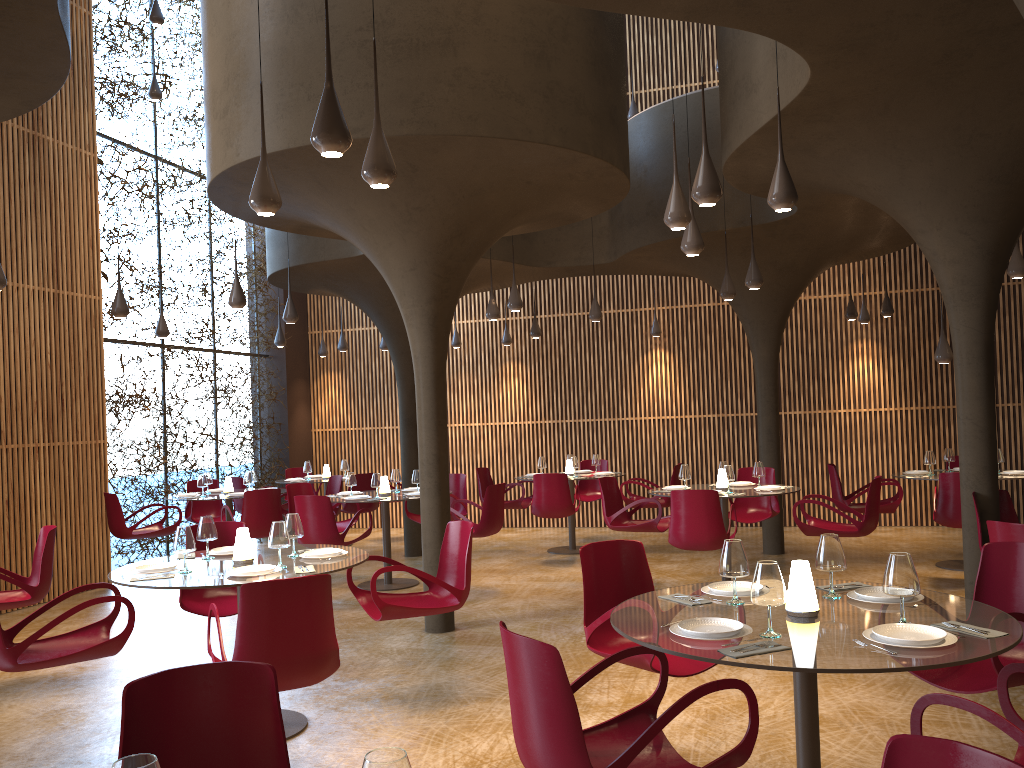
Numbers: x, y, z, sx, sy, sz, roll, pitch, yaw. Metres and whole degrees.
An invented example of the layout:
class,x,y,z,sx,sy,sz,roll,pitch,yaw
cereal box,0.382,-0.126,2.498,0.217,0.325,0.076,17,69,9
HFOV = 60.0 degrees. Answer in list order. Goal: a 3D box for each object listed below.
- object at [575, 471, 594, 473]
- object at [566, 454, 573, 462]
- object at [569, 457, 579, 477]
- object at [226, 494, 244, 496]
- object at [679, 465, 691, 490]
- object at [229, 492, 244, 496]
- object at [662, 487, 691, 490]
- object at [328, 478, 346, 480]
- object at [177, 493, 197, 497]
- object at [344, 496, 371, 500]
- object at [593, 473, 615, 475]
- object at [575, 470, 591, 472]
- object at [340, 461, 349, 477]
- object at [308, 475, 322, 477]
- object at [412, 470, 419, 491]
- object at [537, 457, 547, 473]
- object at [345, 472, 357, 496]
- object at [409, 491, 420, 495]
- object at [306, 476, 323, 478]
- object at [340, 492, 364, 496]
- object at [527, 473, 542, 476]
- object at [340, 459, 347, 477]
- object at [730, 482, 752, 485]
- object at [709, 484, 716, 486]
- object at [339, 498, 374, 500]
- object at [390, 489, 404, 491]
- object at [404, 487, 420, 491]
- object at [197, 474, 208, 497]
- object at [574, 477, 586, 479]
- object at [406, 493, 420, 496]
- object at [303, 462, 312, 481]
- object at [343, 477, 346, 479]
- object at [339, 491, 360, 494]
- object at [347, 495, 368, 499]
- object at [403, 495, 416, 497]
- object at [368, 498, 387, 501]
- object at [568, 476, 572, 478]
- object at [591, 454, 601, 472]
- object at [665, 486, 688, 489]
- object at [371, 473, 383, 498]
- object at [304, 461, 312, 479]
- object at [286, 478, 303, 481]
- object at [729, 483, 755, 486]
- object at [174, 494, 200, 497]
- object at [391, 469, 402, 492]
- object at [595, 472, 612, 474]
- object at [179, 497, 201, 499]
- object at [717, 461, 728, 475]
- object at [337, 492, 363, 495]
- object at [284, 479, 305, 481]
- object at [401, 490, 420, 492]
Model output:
class,x,y,z,sx,sy,sz,roll,pitch,yaw
object,1.103,1.367,13.764,0.332,0.014,0.332,-3,-2,14
object,0.898,1.234,13.646,0.142,0.295,0.142,-2,-1,16
object,0.900,1.205,12.875,0.142,0.295,0.142,-2,-1,8
object,-3.653,1.482,11.847,0.332,0.014,0.332,-3,-2,25
object,1.950,1.059,9.991,0.142,0.295,0.142,-2,-1,-36
object,-3.653,1.472,11.847,0.263,0.029,0.263,-1,-2,-24
object,1.894,1.206,10.214,0.332,0.014,0.332,-4,-3,42
object,-2.820,1.542,14.369,0.332,0.014,0.332,-4,-3,34
object,-4.390,1.506,11.994,0.263,0.029,0.263,-2,-2,-13
object,-1.843,1.365,10.591,0.332,0.014,0.332,-3,-2,9
object,1.357,1.334,13.130,0.332,0.014,0.332,-4,-3,39
object,1.103,1.358,13.764,0.263,0.029,0.263,-3,-2,26
object,-2.751,1.411,14.592,0.142,0.295,0.142,-2,-1,-25
object,-3.396,1.587,15.244,0.263,0.029,0.263,-1,-2,-31
object,-1.182,1.220,11.062,0.142,0.295,0.142,-2,-1,-10
object,0.448,1.236,13.219,0.142,0.295,0.142,-2,-1,-12
object,-2.011,1.253,11.077,0.142,0.295,0.142,-2,-1,-36
object,-1.131,1.337,10.832,0.263,0.029,0.263,-4,-3,40
object,-3.396,1.597,15.243,0.332,0.014,0.332,-3,-2,8
object,-2.064,1.401,11.305,0.204,0.012,0.410,-3,-2,28
object,0.354,1.374,13.429,0.263,0.029,0.263,-1,-3,-38
object,-2.842,1.431,15.057,0.142,0.295,0.142,-3,-1,33
object,2.690,1.173,10.414,0.263,0.029,0.263,-3,-2,17
object,2.429,1.205,10.566,0.126,0.017,0.262,-3,-2,27
object,-1.847,1.367,10.593,0.411,0.012,0.204,-3,-2,27
object,-1.531,1.399,11.653,0.126,0.017,0.262,-3,-2,27
object,-1.271,1.367,11.501,0.263,0.029,0.263,-3,-2,17
object,-4.168,1.368,11.942,0.142,0.295,0.142,-2,-1,15
object,0.973,1.338,12.644,0.126,0.017,0.262,-3,-2,21
object,-1.131,1.346,10.832,0.332,0.014,0.332,0,-3,-44
object,-3.336,1.429,14.465,0.142,0.295,0.142,-2,-1,15
object,-2.821,1.532,14.369,0.263,0.029,0.263,-3,-2,9
object,-2.066,1.390,11.301,0.263,0.029,0.263,-3,-2,16
object,-1.843,1.356,10.591,0.263,0.029,0.263,-3,-2,25
object,-1.133,1.348,10.828,0.204,0.012,0.410,-4,-2,32
object,-1.593,1.356,10.421,0.126,0.017,0.262,-3,-2,31
object,0.697,1.346,12.769,0.332,0.014,0.332,-2,-2,5
object,1.267,1.209,13.348,0.142,0.295,0.142,-2,-1,-31
object,1.894,1.196,10.215,0.263,0.029,0.263,-3,-2,23
object,-1.625,1.222,10.660,0.142,0.295,0.142,-2,-1,7
object,-3.461,1.454,15.019,0.142,0.295,0.142,-2,-1,16
object,-3.558,1.567,14.517,0.263,0.029,0.263,-2,-2,3
object,2.690,1.182,10.414,0.332,0.014,0.332,-2,-2,-2
object,-4.390,1.516,11.994,0.332,0.014,0.332,-2,-2,-3
object,-1.493,1.245,11.419,0.142,0.295,0.142,-2,-1,3
object,1.356,1.324,13.130,0.263,0.029,0.263,-2,-2,-6
object,-4.259,1.508,11.722,0.262,0.017,0.126,-1,-2,-29
object,2.467,1.051,10.333,0.142,0.295,0.142,-1,-1,-42
object,-2.066,1.400,11.301,0.332,0.014,0.332,-4,-3,42
object,-3.557,1.576,14.517,0.332,0.014,0.332,-2,-2,-3
object,-1.270,1.376,11.501,0.332,0.014,0.332,-2,-2,-2
